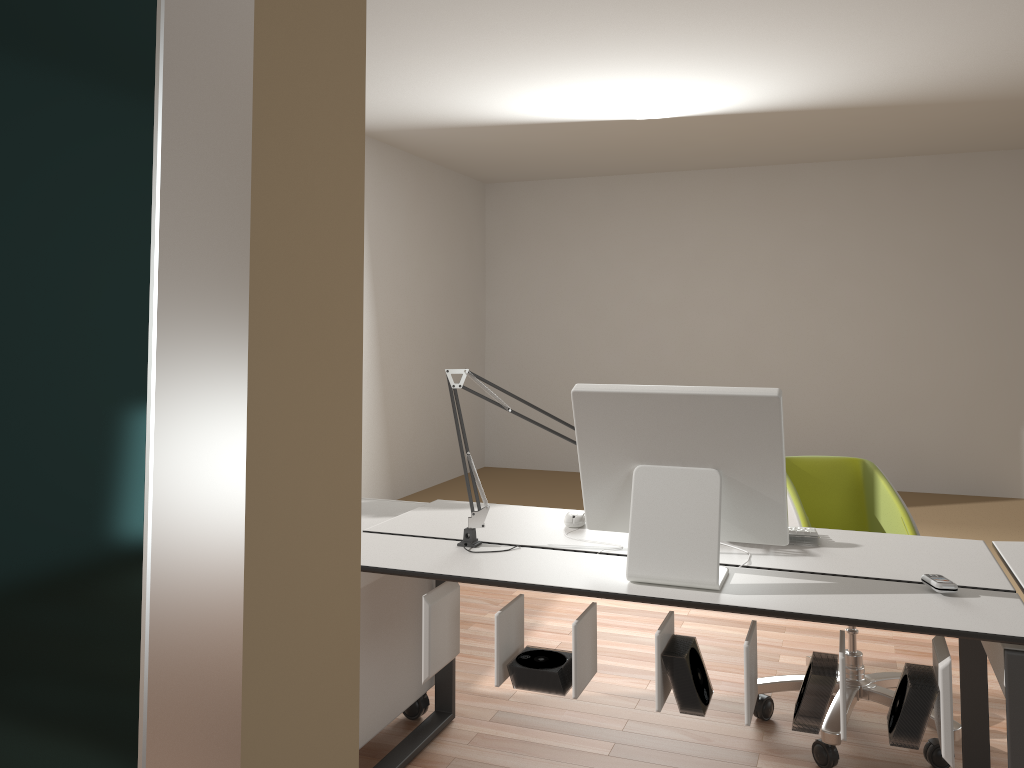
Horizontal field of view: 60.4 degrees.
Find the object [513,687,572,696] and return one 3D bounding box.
[{"bbox_3d":[0.082,0.667,1.980,0.119,0.002,0.133,1,4,21],"label":"object"}]

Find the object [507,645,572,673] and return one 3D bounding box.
[{"bbox_3d":[0.067,0.621,1.989,0.119,0.002,0.133,1,4,21],"label":"object"}]

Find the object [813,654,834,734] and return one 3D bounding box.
[{"bbox_3d":[0.628,0.622,1.776,0.040,0.114,0.133,-1,0,21],"label":"object"}]

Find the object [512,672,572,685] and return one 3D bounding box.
[{"bbox_3d":[0.075,0.645,1.984,0.119,0.002,0.133,1,4,21],"label":"object"}]

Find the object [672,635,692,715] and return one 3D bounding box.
[{"bbox_3d":[0.374,0.617,1.873,0.040,0.114,0.133,-1,0,21],"label":"object"}]

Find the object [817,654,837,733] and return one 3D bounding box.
[{"bbox_3d":[0.635,0.623,1.773,0.040,0.114,0.133,-1,0,21],"label":"object"}]

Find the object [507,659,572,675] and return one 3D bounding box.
[{"bbox_3d":[0.069,0.625,1.988,0.119,0.002,0.133,1,4,21],"label":"object"}]

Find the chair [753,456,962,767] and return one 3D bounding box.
[{"bbox_3d":[1.067,0.676,2.803,0.621,0.815,0.596,0,-1,-4],"label":"chair"}]

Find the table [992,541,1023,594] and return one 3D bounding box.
[{"bbox_3d":[1.512,0.787,1.871,0.810,0.691,0.925,0,1,18],"label":"table"}]

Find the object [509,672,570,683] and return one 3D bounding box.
[{"bbox_3d":[0.074,0.641,1.985,0.119,0.002,0.133,1,4,21],"label":"object"}]

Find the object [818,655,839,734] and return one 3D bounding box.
[{"bbox_3d":[0.637,0.623,1.773,0.040,0.114,0.133,-1,0,21],"label":"object"}]

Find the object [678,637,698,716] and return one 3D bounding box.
[{"bbox_3d":[0.385,0.617,1.869,0.039,0.114,0.133,-1,0,21],"label":"object"}]

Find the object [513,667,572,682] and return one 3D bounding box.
[{"bbox_3d":[0.073,0.639,1.986,0.119,0.002,0.133,1,4,21],"label":"object"}]

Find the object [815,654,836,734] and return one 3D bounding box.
[{"bbox_3d":[0.633,0.623,1.774,0.040,0.114,0.133,-1,0,21],"label":"object"}]

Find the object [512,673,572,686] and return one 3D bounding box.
[{"bbox_3d":[0.076,0.647,1.984,0.119,0.002,0.133,1,4,21],"label":"object"}]

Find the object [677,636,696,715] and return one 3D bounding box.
[{"bbox_3d":[0.382,0.617,1.870,0.040,0.114,0.133,-1,0,21],"label":"object"}]

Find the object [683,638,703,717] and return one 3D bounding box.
[{"bbox_3d":[0.393,0.617,1.865,0.039,0.114,0.133,-1,0,21],"label":"object"}]

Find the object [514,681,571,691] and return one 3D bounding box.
[{"bbox_3d":[0.079,0.656,1.982,0.119,0.002,0.133,1,4,21],"label":"object"}]

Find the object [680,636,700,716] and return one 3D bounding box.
[{"bbox_3d":[0.389,0.617,1.867,0.040,0.114,0.133,-1,0,21],"label":"object"}]

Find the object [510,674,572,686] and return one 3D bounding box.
[{"bbox_3d":[0.076,0.647,1.984,0.119,0.002,0.133,1,4,21],"label":"object"}]

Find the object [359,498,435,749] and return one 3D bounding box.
[{"bbox_3d":[-0.488,0.751,2.665,0.308,0.679,0.620,-1,-1,21],"label":"object"}]

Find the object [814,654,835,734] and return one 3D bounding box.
[{"bbox_3d":[0.631,0.622,1.775,0.040,0.114,0.133,-1,0,21],"label":"object"}]

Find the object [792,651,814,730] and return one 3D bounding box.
[{"bbox_3d":[0.592,0.622,1.790,0.040,0.114,0.133,-1,0,21],"label":"object"}]

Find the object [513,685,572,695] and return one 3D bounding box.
[{"bbox_3d":[0.081,0.665,1.981,0.119,0.002,0.133,1,4,21],"label":"object"}]

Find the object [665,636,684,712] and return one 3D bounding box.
[{"bbox_3d":[0.359,0.616,1.879,0.039,0.114,0.133,-1,0,21],"label":"object"}]

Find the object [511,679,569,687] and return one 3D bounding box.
[{"bbox_3d":[0.076,0.650,1.984,0.119,0.002,0.133,1,4,21],"label":"object"}]

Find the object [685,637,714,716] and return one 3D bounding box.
[{"bbox_3d":[0.397,0.617,1.864,0.040,0.114,0.133,-1,0,21],"label":"object"}]

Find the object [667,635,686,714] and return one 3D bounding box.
[{"bbox_3d":[0.363,0.616,1.877,0.040,0.114,0.133,-1,0,21],"label":"object"}]

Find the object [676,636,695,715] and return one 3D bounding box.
[{"bbox_3d":[0.380,0.617,1.870,0.040,0.114,0.133,-1,0,21],"label":"object"}]

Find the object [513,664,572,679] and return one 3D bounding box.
[{"bbox_3d":[0.072,0.634,1.986,0.119,0.002,0.133,1,4,21],"label":"object"}]

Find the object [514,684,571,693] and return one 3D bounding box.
[{"bbox_3d":[0.080,0.661,1.982,0.119,0.002,0.133,1,4,21],"label":"object"}]

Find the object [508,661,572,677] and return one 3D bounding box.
[{"bbox_3d":[0.069,0.628,1.988,0.119,0.002,0.133,1,4,21],"label":"object"}]

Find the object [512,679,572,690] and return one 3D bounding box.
[{"bbox_3d":[0.079,0.656,1.982,0.119,0.002,0.133,1,4,21],"label":"object"}]

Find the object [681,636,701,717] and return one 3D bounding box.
[{"bbox_3d":[0.391,0.617,1.866,0.040,0.114,0.133,-1,0,21],"label":"object"}]

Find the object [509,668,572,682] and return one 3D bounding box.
[{"bbox_3d":[0.073,0.639,1.986,0.119,0.002,0.133,1,4,21],"label":"object"}]

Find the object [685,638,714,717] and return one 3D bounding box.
[{"bbox_3d":[0.398,0.617,1.864,0.039,0.114,0.133,-1,0,21],"label":"object"}]

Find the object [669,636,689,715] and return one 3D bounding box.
[{"bbox_3d":[0.368,0.616,1.875,0.039,0.114,0.133,-1,0,21],"label":"object"}]

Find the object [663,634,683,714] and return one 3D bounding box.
[{"bbox_3d":[0.357,0.616,1.879,0.040,0.114,0.133,-1,0,21],"label":"object"}]

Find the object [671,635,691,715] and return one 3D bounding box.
[{"bbox_3d":[0.372,0.617,1.874,0.040,0.114,0.133,-1,0,21],"label":"object"}]

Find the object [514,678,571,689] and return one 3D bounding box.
[{"bbox_3d":[0.077,0.652,1.983,0.119,0.002,0.133,1,4,21],"label":"object"}]

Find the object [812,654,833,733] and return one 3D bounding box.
[{"bbox_3d":[0.626,0.622,1.777,0.040,0.114,0.133,-1,0,21],"label":"object"}]

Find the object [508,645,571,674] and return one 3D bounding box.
[{"bbox_3d":[0.067,0.621,1.989,0.119,0.002,0.133,1,4,21],"label":"object"}]

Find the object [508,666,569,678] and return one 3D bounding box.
[{"bbox_3d":[0.070,0.630,1.987,0.119,0.002,0.133,1,4,21],"label":"object"}]

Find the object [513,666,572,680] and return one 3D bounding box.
[{"bbox_3d":[0.072,0.636,1.986,0.119,0.002,0.133,1,4,21],"label":"object"}]

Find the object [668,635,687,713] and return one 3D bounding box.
[{"bbox_3d":[0.365,0.616,1.876,0.040,0.114,0.133,-1,0,21],"label":"object"}]

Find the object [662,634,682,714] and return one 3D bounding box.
[{"bbox_3d":[0.354,0.616,1.880,0.040,0.114,0.133,-1,0,21],"label":"object"}]

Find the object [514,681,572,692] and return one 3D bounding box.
[{"bbox_3d":[0.079,0.659,1.982,0.119,0.002,0.133,1,4,21],"label":"object"}]

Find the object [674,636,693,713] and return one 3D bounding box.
[{"bbox_3d":[0.376,0.616,1.872,0.039,0.114,0.133,-1,0,21],"label":"object"}]
